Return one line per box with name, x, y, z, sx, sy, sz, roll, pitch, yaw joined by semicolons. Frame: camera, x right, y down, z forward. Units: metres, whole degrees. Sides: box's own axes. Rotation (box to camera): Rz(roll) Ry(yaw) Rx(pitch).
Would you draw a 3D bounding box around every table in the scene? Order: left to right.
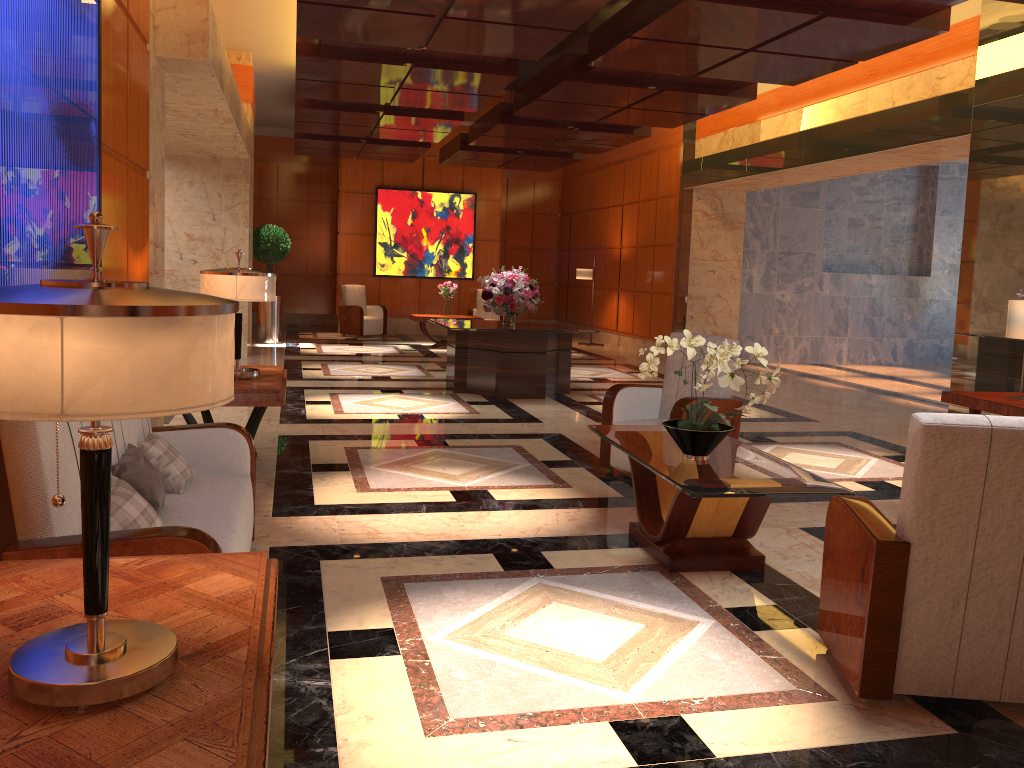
table;-0.820;0.806;1.623;0.725;0.604;1.275;1;7;-14
table;-1.832;0.247;5.703;0.725;0.604;1.275;1;7;-14
table;-1.124;-0.888;15.094;1.167;0.532;0.728;0;7;-14
table;-0.054;-0.300;9.974;1.600;0.742;1.607;1;7;-14
table;0.909;0.584;4.352;0.722;0.494;1.566;1;7;-11
table;3.829;0.401;6.485;0.724;0.532;1.172;1;7;-11

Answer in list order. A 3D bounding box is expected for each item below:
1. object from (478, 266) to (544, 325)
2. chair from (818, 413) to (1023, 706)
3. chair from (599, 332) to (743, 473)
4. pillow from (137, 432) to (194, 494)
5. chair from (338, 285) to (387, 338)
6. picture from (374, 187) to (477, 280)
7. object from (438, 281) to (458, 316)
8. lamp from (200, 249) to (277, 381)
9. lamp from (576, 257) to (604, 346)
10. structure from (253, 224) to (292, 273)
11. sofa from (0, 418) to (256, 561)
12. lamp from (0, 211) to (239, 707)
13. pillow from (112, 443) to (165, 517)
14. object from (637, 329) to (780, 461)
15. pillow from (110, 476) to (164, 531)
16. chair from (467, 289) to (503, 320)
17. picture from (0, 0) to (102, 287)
object;-0.021;-0.995;9.896;0.650;0.656;0.682;0;7;-23
chair;1.496;0.542;2.942;0.738;0.957;0.631;3;6;5
chair;1.070;0.149;5.896;0.629;0.957;0.740;-2;7;-35
pillow;-1.422;0.327;3.646;0.202;0.229;0.274;1;6;-12
chair;-2.825;-1.384;16.731;0.630;0.957;0.739;6;7;35
picture;-1.708;-2.959;17.523;1.996;1.730;0.057;1;5;-14
object;-1.095;-1.454;15.077;0.350;0.594;0.328;3;6;6
lamp;-1.705;-0.436;5.527;0.458;0.807;0.460;2;6;-5
lamp;1.443;-1.545;16.602;0.526;1.655;0.361;0;6;-24
structure;-4.019;-1.800;14.666;0.722;1.706;0.724;-2;7;-36
sofa;-1.287;0.408;3.243;0.612;0.929;1.806;1;7;-14
lamp;-0.709;0.106;1.512;0.459;0.791;0.459;7;7;38
pillow;-1.348;0.372;3.204;0.160;0.252;0.359;0;7;-17
object;0.904;0.047;4.175;0.789;0.615;0.419;-3;7;-37
pillow;-1.217;0.438;2.792;0.195;0.226;0.345;1;7;-9
chair;-0.465;-1.367;17.324;0.738;0.957;0.631;3;6;5
picture;-1.641;-0.966;3.030;0.056;1.447;2.005;1;7;-14
